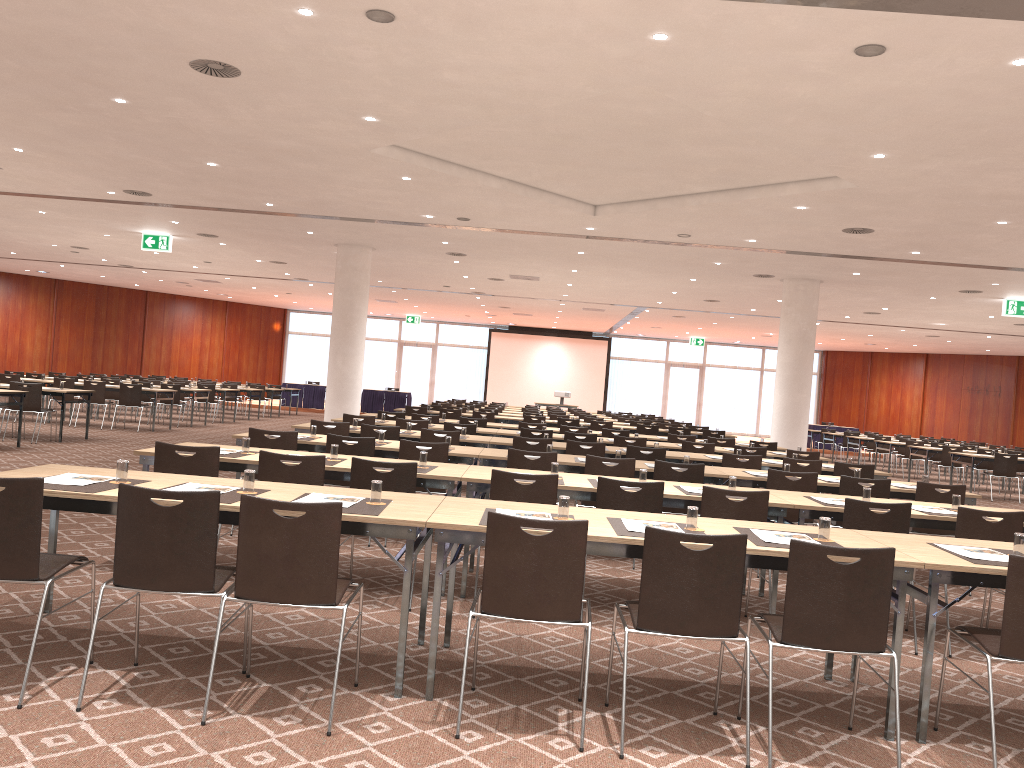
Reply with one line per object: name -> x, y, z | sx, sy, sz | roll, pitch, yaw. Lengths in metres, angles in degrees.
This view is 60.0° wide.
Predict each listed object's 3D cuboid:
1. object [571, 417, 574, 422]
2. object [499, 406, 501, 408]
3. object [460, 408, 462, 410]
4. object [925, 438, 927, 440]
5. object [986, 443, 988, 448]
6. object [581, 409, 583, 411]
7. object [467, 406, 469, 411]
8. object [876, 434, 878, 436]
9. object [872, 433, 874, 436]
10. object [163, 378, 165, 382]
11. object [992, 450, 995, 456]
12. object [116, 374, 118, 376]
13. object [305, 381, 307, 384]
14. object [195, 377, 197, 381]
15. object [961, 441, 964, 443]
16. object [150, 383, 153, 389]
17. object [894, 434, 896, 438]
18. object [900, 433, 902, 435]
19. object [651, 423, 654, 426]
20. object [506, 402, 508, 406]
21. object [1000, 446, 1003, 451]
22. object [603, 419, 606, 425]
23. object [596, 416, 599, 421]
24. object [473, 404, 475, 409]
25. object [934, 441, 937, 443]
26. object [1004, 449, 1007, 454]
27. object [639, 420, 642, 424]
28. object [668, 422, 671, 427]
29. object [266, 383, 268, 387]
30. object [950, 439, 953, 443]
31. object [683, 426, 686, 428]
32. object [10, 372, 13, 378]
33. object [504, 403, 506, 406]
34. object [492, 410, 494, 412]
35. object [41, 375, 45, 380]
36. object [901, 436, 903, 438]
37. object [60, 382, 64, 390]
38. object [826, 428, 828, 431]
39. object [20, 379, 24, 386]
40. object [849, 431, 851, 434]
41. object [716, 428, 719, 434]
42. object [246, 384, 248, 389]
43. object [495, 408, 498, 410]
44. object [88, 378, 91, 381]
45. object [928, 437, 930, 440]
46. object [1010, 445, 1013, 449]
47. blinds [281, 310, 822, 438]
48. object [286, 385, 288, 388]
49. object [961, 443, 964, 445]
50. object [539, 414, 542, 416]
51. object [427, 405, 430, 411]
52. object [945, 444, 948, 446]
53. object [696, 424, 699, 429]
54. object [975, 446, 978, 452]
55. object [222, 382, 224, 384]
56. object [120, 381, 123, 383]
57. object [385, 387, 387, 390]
object -> 1.228, 0.723, 17.964 | 0.054, 0.114, 0.054 | 4, 0, -32
object -> -0.297, 0.610, 21.997 | 0.054, 0.114, 0.054 | 5, 0, 35
object -> -1.041, 0.544, 18.021 | 0.054, 0.114, 0.054 | 5, 0, 35
object -> 11.080, 1.512, 23.743 | 0.054, 0.114, 0.054 | 4, 0, -10
object -> 12.694, 1.640, 23.701 | 0.054, 0.114, 0.054 | 4, 0, -32
object -> 2.049, 0.803, 25.943 | 0.054, 0.114, 0.054 | 5, 0, 35
object -> -0.990, 0.552, 20.007 | 0.054, 0.114, 0.054 | 4, 0, -32
object -> 9.790, 1.410, 23.771 | 0.054, 0.114, 0.054 | 4, 0, -10
object -> 10.475, 1.468, 25.757 | 0.054, 0.114, 0.054 | 4, 0, -10
object -> -9.496, -0.113, 24.198 | 0.054, 0.114, 0.054 | 4, 0, -32
object -> 9.651, 1.389, 17.776 | 0.054, 0.114, 0.054 | 4, 0, -32
object -> -10.786, -0.215, 24.227 | 0.054, 0.114, 0.054 | 4, 0, -32
object -> -7.311, -0.055, 31.508 | 0.054, 0.114, 0.054 | 5, 0, 13
object -> -10.058, -0.150, 28.207 | 0.054, 0.114, 0.054 | 4, 0, -32
object -> 12.045, 1.588, 23.725 | 0.054, 0.114, 0.054 | 4, 0, -32
object -> -7.377, 0.044, 18.148 | 0.054, 0.114, 0.054 | 4, 0, -32
object -> 11.125, 1.519, 25.750 | 0.054, 0.114, 0.054 | 4, 0, -10
object -> 12.147, 1.604, 27.720 | 0.054, 0.114, 0.054 | 4, 0, -32
object -> 2.843, 0.851, 17.930 | 0.054, 0.114, 0.054 | 5, 0, 35
object -> -0.161, 0.632, 28.000 | 0.054, 0.114, 0.054 | 5, 0, 35
object -> 11.998, 1.581, 21.723 | 0.054, 0.114, 0.054 | 4, 0, -32
object -> 1.868, 0.774, 17.946 | 0.054, 0.114, 0.054 | 4, 0, -32
object -> 1.915, 0.781, 19.946 | 0.054, 0.114, 0.054 | 4, 0, -32
object -> -0.944, 0.559, 22.021 | 0.054, 0.114, 0.054 | 5, 0, 35
object -> 10.395, 1.455, 21.764 | 0.054, 0.114, 0.054 | 4, 0, -10
object -> 10.995, 1.498, 19.749 | 0.054, 0.114, 0.054 | 4, 0, -32
object -> 2.882, 0.858, 19.918 | 0.054, 0.114, 0.054 | 5, 0, 35
object -> 3.537, 0.909, 19.915 | 0.054, 0.114, 0.054 | 5, 0, 35
object -> -7.783, 0.030, 28.163 | 0.054, 0.114, 0.054 | 4, 0, -10
object -> 12.743, 1.647, 25.707 | 0.054, 0.114, 0.054 | 4, 0, -32
object -> 3.478, 0.901, 17.911 | 0.054, 0.114, 0.054 | 5, 0, 35
object -> -10.279, -0.185, 18.215 | 0.054, 0.114, 0.054 | 5, 0, 35
object -> -0.215, 0.624, 26.000 | 0.054, 0.114, 0.054 | 5, 0, 35
object -> -0.390, 0.596, 17.992 | 0.054, 0.114, 0.054 | 5, 0, 35
object -> -9.631, -0.134, 18.212 | 0.054, 0.114, 0.054 | 5, 0, 35
object -> 10.441, 1.462, 23.757 | 0.054, 0.114, 0.054 | 4, 0, -10
object -> -7.440, 0.033, 14.651 | 0.054, 0.114, 0.054 | 4, 0, -10
object -> 9.874, 1.424, 27.778 | 0.054, 0.114, 0.054 | 4, 0, -10
object -> -8.102, -0.020, 14.669 | 0.054, 0.114, 0.054 | 4, 0, -10
object -> 9.831, 1.417, 25.776 | 0.054, 0.114, 0.054 | 4, 0, -10
object -> 4.138, 0.953, 17.891 | 0.054, 0.114, 0.054 | 4, 0, -32
object -> -7.227, 0.066, 24.151 | 0.054, 0.114, 0.054 | 4, 0, -10
object -> -0.357, 0.602, 20.002 | 0.054, 0.114, 0.054 | 4, 0, -32
object -> -8.661, -0.058, 18.191 | 0.054, 0.114, 0.054 | 4, 0, -32
object -> 12.099, 1.596, 25.716 | 0.054, 0.114, 0.054 | 4, 0, -32
object -> 13.349, 1.691, 23.695 | 0.054, 0.114, 0.054 | 4, 0, -32
blinds -> 1.565, -0.361, 37.743 | 22.851, 3.817, 0.115 | 5, 0, 1
object -> -7.142, 0.080, 28.152 | 0.054, 0.114, 0.054 | 4, 0, -10
object -> 11.045, 1.506, 21.744 | 0.054, 0.114, 0.054 | 4, 0, -10
object -> 0.576, 0.672, 17.968 | 0.054, 0.114, 0.054 | 4, 0, -32
object -> -1.692, 0.493, 18.037 | 0.054, 0.114, 0.054 | 4, 0, -32
object -> 9.689, 1.395, 19.777 | 0.054, 0.114, 0.054 | 4, 0, -32
object -> 4.169, 0.959, 19.896 | 0.054, 0.114, 0.054 | 4, 0, -32
object -> 10.346, 1.447, 19.766 | 0.054, 0.114, 0.054 | 4, 0, -32
object -> -7.882, 0.015, 24.157 | 0.054, 0.114, 0.054 | 4, 0, -10
object -> -8.012, -0.006, 18.174 | 0.054, 0.114, 0.054 | 4, 0, -32
object -> -4.477, 0.169, 31.445 | 0.054, 0.114, 0.054 | 5, 0, 13
